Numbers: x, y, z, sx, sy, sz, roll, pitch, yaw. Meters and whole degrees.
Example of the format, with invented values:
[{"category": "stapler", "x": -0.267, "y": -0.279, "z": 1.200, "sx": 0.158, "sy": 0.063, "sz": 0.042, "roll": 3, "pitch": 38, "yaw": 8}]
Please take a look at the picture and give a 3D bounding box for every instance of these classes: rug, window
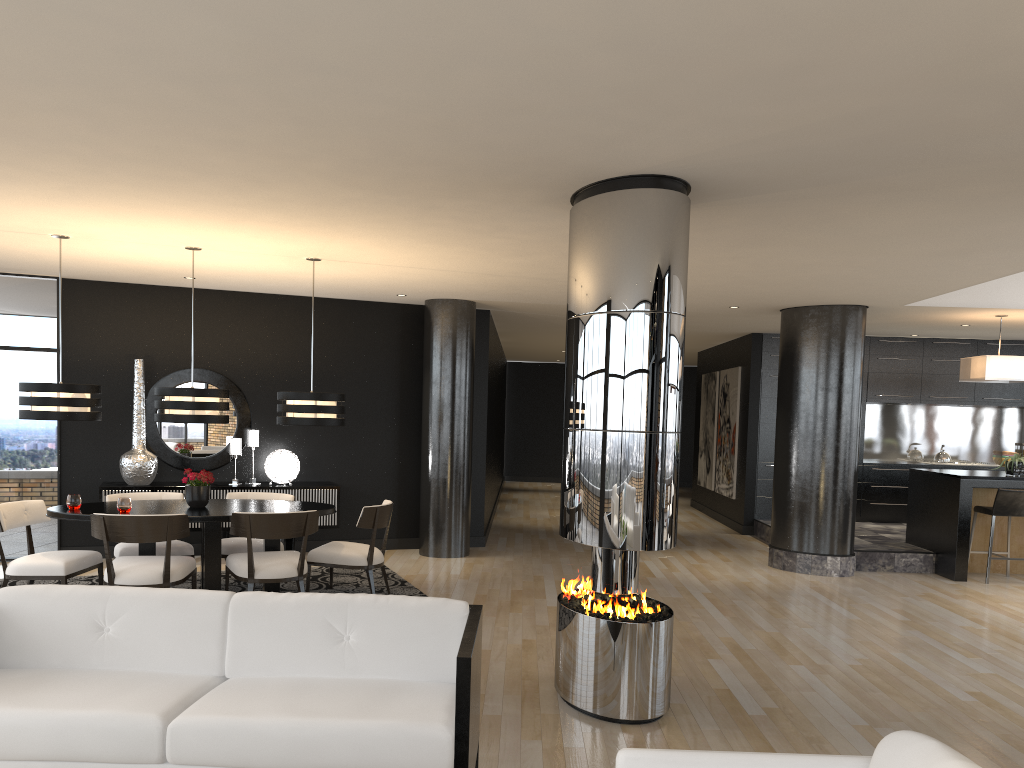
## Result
[{"category": "rug", "x": -2.502, "y": 1.713, "z": 6.854, "sx": 3.724, "sy": 0.011, "sz": 2.711, "roll": 2, "pitch": -2, "yaw": -22}, {"category": "window", "x": 2.523, "y": -0.604, "z": 4.866, "sx": 15.895, "sy": 4.802, "sz": 10.104, "roll": 2, "pitch": -1, "yaw": -13}]

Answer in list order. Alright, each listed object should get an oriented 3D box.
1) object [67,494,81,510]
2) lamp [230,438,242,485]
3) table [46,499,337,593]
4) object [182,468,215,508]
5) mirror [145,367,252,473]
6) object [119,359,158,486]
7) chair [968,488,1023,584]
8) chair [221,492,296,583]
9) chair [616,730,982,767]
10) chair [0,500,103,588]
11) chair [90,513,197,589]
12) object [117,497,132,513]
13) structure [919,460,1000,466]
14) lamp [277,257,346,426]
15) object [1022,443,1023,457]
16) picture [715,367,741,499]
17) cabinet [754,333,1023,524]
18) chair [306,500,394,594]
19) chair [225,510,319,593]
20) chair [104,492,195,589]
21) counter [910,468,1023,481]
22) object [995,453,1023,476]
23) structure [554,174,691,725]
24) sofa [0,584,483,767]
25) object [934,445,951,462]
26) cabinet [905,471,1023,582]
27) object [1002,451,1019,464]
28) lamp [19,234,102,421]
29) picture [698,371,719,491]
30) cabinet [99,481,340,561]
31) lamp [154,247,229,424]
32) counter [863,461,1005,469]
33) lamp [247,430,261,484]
[{"category": "object", "x": -3.191, "y": 0.859, "z": 6.432, "sx": 0.095, "sy": 0.106, "sz": 0.095, "roll": 2, "pitch": 1, "yaw": 35}, {"category": "lamp", "x": -2.786, "y": 0.778, "z": 8.897, "sx": 0.125, "sy": 0.467, "sz": 0.131, "roll": 2, "pitch": 3, "yaw": 1}, {"category": "table", "x": -2.427, "y": 1.334, "z": 6.840, "sx": 2.107, "sy": 0.772, "sz": 1.206, "roll": 2, "pitch": 0, "yaw": -20}, {"category": "object", "x": -2.412, "y": 0.800, "z": 6.789, "sx": 0.237, "sy": 0.299, "sz": 0.228, "roll": 1, "pitch": 2, "yaw": -19}, {"category": "mirror", "x": -3.216, "y": 0.369, "z": 9.021, "sx": 1.077, "sy": 1.082, "sz": 0.025, "roll": 1, "pitch": 3, "yaw": -21}, {"category": "object", "x": -3.591, "y": 0.369, "z": 8.498, "sx": 0.343, "sy": 1.213, "sz": 0.341, "roll": 1, "pitch": 3, "yaw": -13}, {"category": "chair", "x": 4.983, "y": 1.527, "z": 8.983, "sx": 0.476, "sy": 0.967, "sz": 0.517, "roll": 2, "pitch": 2, "yaw": 1}, {"category": "chair", "x": -2.206, "y": 1.344, "z": 7.485, "sx": 0.642, "sy": 0.809, "sz": 0.614, "roll": 2, "pitch": 2, "yaw": 7}, {"category": "chair", "x": 0.635, "y": 1.210, "z": 1.709, "sx": 0.854, "sy": 0.858, "sz": 0.999, "roll": 2, "pitch": 0, "yaw": 1}, {"category": "chair", "x": -3.408, "y": 1.274, "z": 6.432, "sx": 0.616, "sy": 0.809, "sz": 0.640, "roll": 2, "pitch": 1, "yaw": -1}, {"category": "chair", "x": -2.594, "y": 1.292, "z": 6.239, "sx": 0.643, "sy": 0.809, "sz": 0.614, "roll": 1, "pitch": 2, "yaw": -12}, {"category": "object", "x": -2.773, "y": 0.868, "z": 6.313, "sx": 0.095, "sy": 0.106, "sz": 0.095, "roll": 1, "pitch": 1, "yaw": -10}, {"category": "structure", "x": 6.184, "y": 1.109, "z": 12.249, "sx": 0.900, "sy": 0.067, "sz": 0.519, "roll": 2, "pitch": -2, "yaw": 1}, {"category": "lamp", "x": -1.590, "y": -0.334, "z": 7.040, "sx": 0.536, "sy": 1.334, "sz": 0.533, "roll": 1, "pitch": 3, "yaw": -22}, {"category": "object", "x": 7.410, "y": 1.001, "z": 12.469, "sx": 0.365, "sy": 0.317, "sz": 0.113, "roll": 2, "pitch": 3, "yaw": 1}, {"category": "picture", "x": 3.206, "y": 0.715, "z": 13.035, "sx": 0.077, "sy": 1.880, "sz": 1.151, "roll": 2, "pitch": 2, "yaw": 1}, {"category": "cabinet", "x": 6.198, "y": 0.676, "z": 12.216, "sx": 5.726, "sy": 2.537, "sz": 0.725, "roll": 2, "pitch": 3, "yaw": 1}, {"category": "chair", "x": -1.287, "y": 1.362, "z": 7.214, "sx": 0.616, "sy": 0.809, "sz": 0.641, "roll": 2, "pitch": 1, "yaw": 7}, {"category": "chair", "x": -1.801, "y": 1.326, "z": 6.587, "sx": 0.643, "sy": 0.809, "sz": 0.614, "roll": 1, "pitch": 2, "yaw": -29}, {"category": "chair", "x": -2.963, "y": 1.314, "z": 7.228, "sx": 0.643, "sy": 0.809, "sz": 0.614, "roll": 1, "pitch": 2, "yaw": -36}, {"category": "counter", "x": 6.051, "y": 0.996, "z": 9.394, "sx": 3.114, "sy": 0.032, "sz": 1.178, "roll": 2, "pitch": -2, "yaw": 1}, {"category": "object", "x": 5.186, "y": 0.827, "z": 9.140, "sx": 0.406, "sy": 0.240, "sz": 0.397, "roll": 1, "pitch": -1, "yaw": 26}, {"category": "structure", "x": 0.583, "y": 0.368, "z": 4.801, "sx": 0.587, "sy": 2.753, "sz": 0.887, "roll": 1, "pitch": 3, "yaw": -11}, {"category": "sofa", "x": -1.154, "y": 1.238, "z": 3.348, "sx": 2.031, "sy": 0.807, "sz": 0.836, "roll": 2, "pitch": 1, "yaw": 1}, {"category": "object", "x": 5.937, "y": 0.952, "z": 12.164, "sx": 0.221, "sy": 0.231, "sz": 0.220, "roll": 2, "pitch": 1, "yaw": -7}, {"category": "cabinet", "x": 6.036, "y": 1.533, "z": 9.427, "sx": 3.114, "sy": 1.042, "sz": 1.177, "roll": 2, "pitch": 0, "yaw": 1}, {"category": "object", "x": 7.033, "y": 1.049, "z": 12.454, "sx": 0.205, "sy": 0.206, "sz": 0.184, "roll": 2, "pitch": 1, "yaw": 2}, {"category": "lamp", "x": -3.264, "y": -0.404, "z": 6.385, "sx": 0.536, "sy": 1.334, "sz": 0.533, "roll": 1, "pitch": 3, "yaw": -22}, {"category": "picture", "x": 3.226, "y": 0.762, "z": 14.439, "sx": 0.077, "sy": 1.880, "sz": 1.151, "roll": 2, "pitch": 2, "yaw": 1}, {"category": "cabinet", "x": -2.914, "y": 1.390, "z": 8.906, "sx": 2.238, "sy": 0.770, "sz": 0.608, "roll": 2, "pitch": 1, "yaw": -21}, {"category": "lamp", "x": -2.427, "y": -0.369, "z": 6.713, "sx": 0.536, "sy": 1.334, "sz": 0.533, "roll": 1, "pitch": 3, "yaw": -22}, {"category": "counter", "x": 6.184, "y": 1.133, "z": 12.269, "sx": 2.860, "sy": 0.034, "sz": 0.729, "roll": 2, "pitch": -2, "yaw": 1}, {"category": "lamp", "x": -2.644, "y": 0.744, "z": 9.014, "sx": 0.132, "sy": 0.552, "sz": 0.124, "roll": 4, "pitch": 4, "yaw": 31}]
